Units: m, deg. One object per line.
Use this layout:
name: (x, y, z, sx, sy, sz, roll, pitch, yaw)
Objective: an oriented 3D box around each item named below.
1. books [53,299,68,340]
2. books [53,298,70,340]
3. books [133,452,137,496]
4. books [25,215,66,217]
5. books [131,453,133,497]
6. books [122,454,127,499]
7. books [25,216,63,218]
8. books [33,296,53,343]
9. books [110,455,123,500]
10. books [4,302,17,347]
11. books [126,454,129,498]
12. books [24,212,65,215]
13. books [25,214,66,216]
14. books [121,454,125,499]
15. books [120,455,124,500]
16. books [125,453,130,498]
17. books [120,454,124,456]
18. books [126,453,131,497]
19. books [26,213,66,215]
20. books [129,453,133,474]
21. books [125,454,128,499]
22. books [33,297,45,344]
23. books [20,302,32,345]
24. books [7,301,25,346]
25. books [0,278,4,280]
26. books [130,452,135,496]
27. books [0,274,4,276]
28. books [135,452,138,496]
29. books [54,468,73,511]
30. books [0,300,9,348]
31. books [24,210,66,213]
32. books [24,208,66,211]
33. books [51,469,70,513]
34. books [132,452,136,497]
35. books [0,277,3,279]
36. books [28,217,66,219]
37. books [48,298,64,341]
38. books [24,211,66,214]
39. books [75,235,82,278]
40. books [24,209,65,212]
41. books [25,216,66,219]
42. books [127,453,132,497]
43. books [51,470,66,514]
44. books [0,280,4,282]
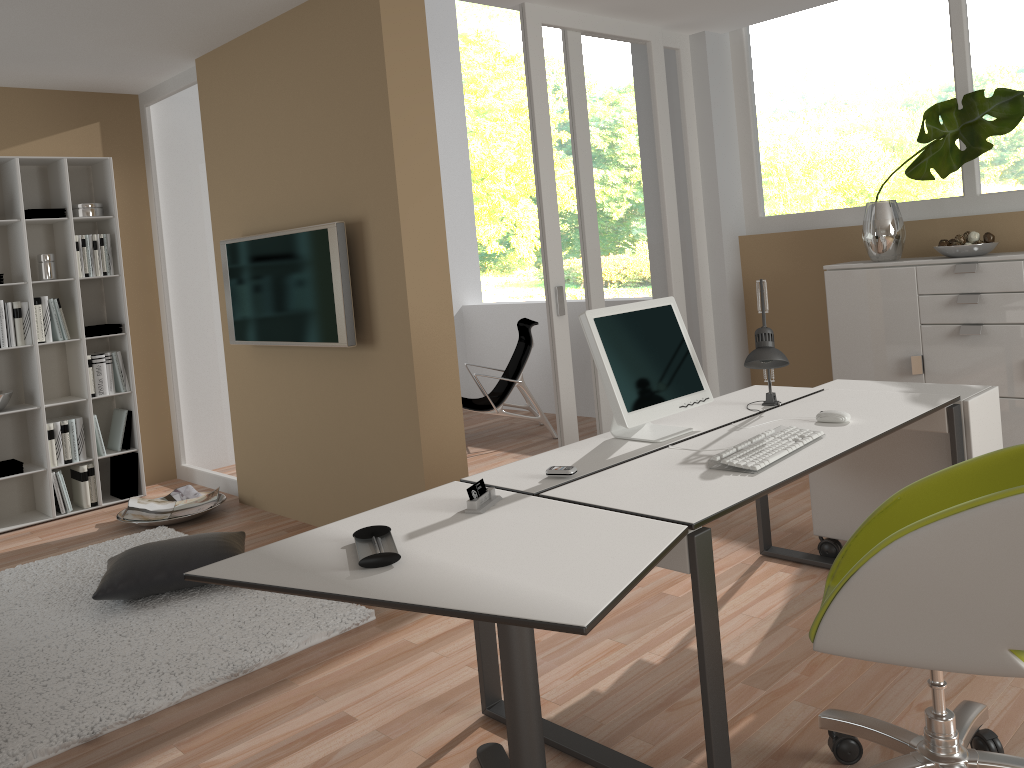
books: (-2.775, -0.392, 5.359, 0.058, 0.257, 0.207, -7, 4, -43)
books: (-2.774, -0.397, 5.382, 0.058, 0.257, 0.207, -7, 4, -43)
books: (-2.430, 0.563, 5.606, 0.032, 0.273, 0.219, -7, 4, -43)
books: (-2.881, -1.009, 5.346, 0.297, 0.006, 0.212, 2, 11, 40)
books: (-2.448, 0.568, 5.593, 0.032, 0.269, 0.213, -7, 4, -43)
books: (-2.476, 0.575, 5.560, 0.032, 0.271, 0.216, -7, 4, -43)
books: (-2.879, -1.003, 5.344, 0.297, 0.006, 0.212, 2, 11, 41)
books: (-2.835, -0.390, 5.313, 0.040, 0.274, 0.207, -7, 4, -43)
books: (-2.493, 0.581, 5.546, 0.032, 0.268, 0.210, -7, 4, -43)
books: (-2.969, -0.348, 5.168, 0.040, 0.257, 0.207, -7, 4, -43)
books: (-2.466, 0.572, 5.572, 0.032, 0.273, 0.219, -7, 4, -43)
books: (-2.882, -1.025, 5.343, 0.297, 0.006, 0.212, 3, 11, 43)
books: (-2.879, -1.014, 5.343, 0.297, 0.006, 0.212, 2, 11, 41)
books: (-2.484, 0.576, 5.559, 0.032, 0.269, 0.213, -7, 4, -43)
books: (-2.489, 0.580, 5.548, 0.032, 0.268, 0.211, -7, 4, -43)
books: (-2.461, 0.573, 5.576, 0.032, 0.268, 0.210, -7, 4, -43)
books: (-2.488, 0.576, 5.555, 0.032, 0.269, 0.213, -7, 4, -43)
books: (-2.457, 0.572, 5.580, 0.032, 0.268, 0.210, -7, 4, -43)
books: (-2.879, -1.020, 5.343, 0.297, 0.006, 0.212, 2, 11, 41)
books: (-2.452, 0.568, 5.590, 0.032, 0.269, 0.213, -7, 4, -43)
books: (-2.470, 0.575, 5.568, 0.032, 0.268, 0.210, -7, 4, -43)
books: (-2.868, -0.380, 5.279, 0.054, 0.271, 0.207, -7, 4, -43)
books: (-2.909, -0.359, 5.227, 0.040, 0.250, 0.207, -7, 4, -43)
books: (-2.935, -0.355, 5.193, 0.040, 0.257, 0.207, -7, 4, -43)
books: (-3.117, -0.588, 5.061, 0.300, 0.006, 0.210, -13, 12, -43)
books: (-2.441, 0.567, 5.594, 0.032, 0.271, 0.216, -7, 4, -43)
books: (-3.117, -0.610, 5.060, 0.300, 0.007, 0.210, -13, 12, -43)
books: (-2.426, 0.565, 5.610, 0.032, 0.268, 0.210, -7, 4, -43)
books: (-2.733, 0.633, 5.329, 0.058, 0.257, 0.207, -7, 4, -43)
books: (-3.000, -0.350, 5.140, 0.040, 0.274, 0.207, -7, 4, -43)
books: (-2.879, -1.037, 5.346, 0.297, 0.008, 0.212, 2, 11, 41)
books: (-2.880, -1.047, 5.340, 0.297, 0.006, 0.212, 2, 11, 41)
books: (-2.735, 0.638, 5.306, 0.058, 0.257, 0.207, -7, 4, -43)
books: (-2.434, 0.567, 5.602, 0.032, 0.268, 0.210, -7, 4, -43)
books: (-3.118, -0.594, 5.058, 0.300, 0.006, 0.210, -13, 11, -42)
books: (-2.879, -0.992, 5.344, 0.297, 0.007, 0.212, 2, 11, 41)
books: (-2.797, -0.389, 5.344, 0.060, 0.259, 0.207, -7, 4, -43)
books: (-2.879, -1.031, 5.346, 0.297, 0.008, 0.212, 2, 11, 41)
books: (-2.707, -0.780, 5.426, 0.021, 0.257, 0.207, -7, 4, -43)
books: (-2.881, -1.041, 5.340, 0.297, 0.007, 0.212, 2, 11, 41)
books: (-2.878, -0.998, 5.345, 0.297, 0.006, 0.212, 2, 11, 41)
books: (-2.453, 0.571, 5.583, 0.032, 0.268, 0.211, -7, 4, -43)
books: (-2.756, 0.641, 5.291, 0.060, 0.259, 0.207, -7, 4, -43)
books: (-3.119, -0.577, 5.058, 0.210, 0.006, 0.300, 3, 12, 44)
